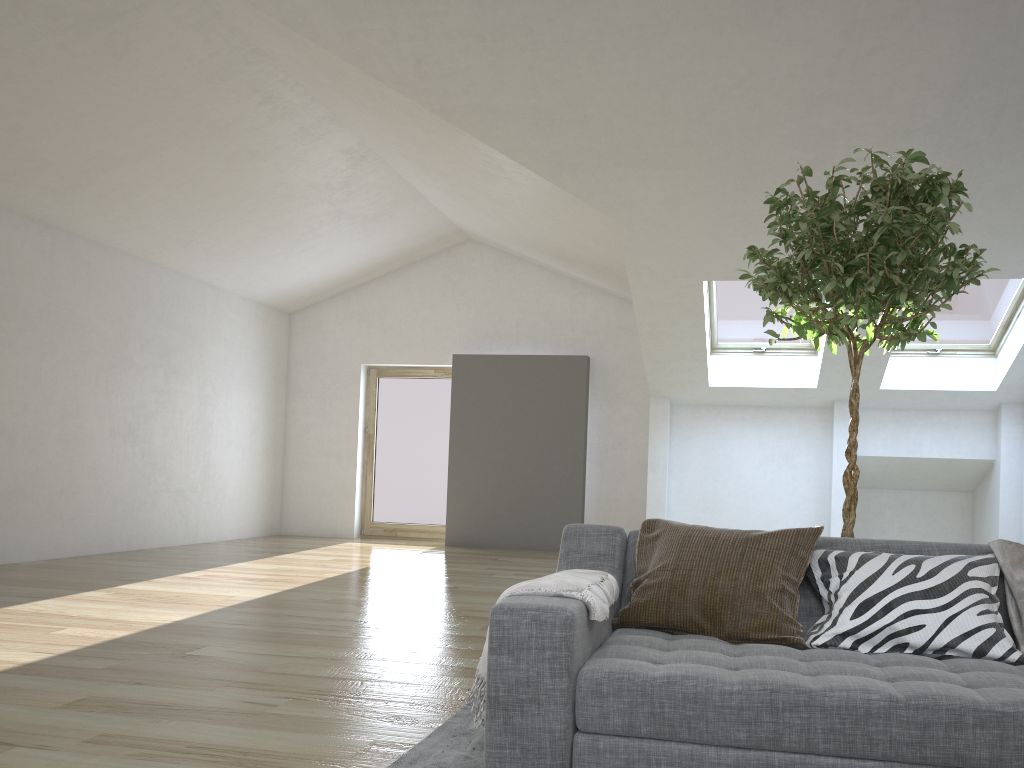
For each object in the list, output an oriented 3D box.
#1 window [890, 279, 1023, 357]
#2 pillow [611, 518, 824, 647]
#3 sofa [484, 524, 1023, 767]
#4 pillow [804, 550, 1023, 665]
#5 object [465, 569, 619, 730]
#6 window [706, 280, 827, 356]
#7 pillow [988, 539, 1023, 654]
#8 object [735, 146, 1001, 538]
[{"bbox_3d":[3.911,-0.635,7.827,1.498,0.726,1.877,1,-5,13],"label":"window"},{"bbox_3d":[0.592,0.575,2.609,0.584,0.337,0.307,0,-4,22],"label":"pillow"},{"bbox_3d":[1.284,0.773,2.288,2.507,0.682,1.010,1,-5,12],"label":"sofa"},{"bbox_3d":[1.093,0.609,2.464,0.570,0.283,0.353,1,-4,12],"label":"pillow"},{"bbox_3d":[0.110,0.714,2.400,0.363,0.417,0.476,1,-4,17],"label":"object"},{"bbox_3d":[2.327,-0.660,8.140,1.498,0.726,1.877,1,-5,13],"label":"window"},{"bbox_3d":[1.654,0.600,2.399,0.653,0.318,0.259,1,-3,12],"label":"pillow"},{"bbox_3d":[1.182,0.183,3.090,0.822,2.014,0.793,2,-2,-9],"label":"object"}]
